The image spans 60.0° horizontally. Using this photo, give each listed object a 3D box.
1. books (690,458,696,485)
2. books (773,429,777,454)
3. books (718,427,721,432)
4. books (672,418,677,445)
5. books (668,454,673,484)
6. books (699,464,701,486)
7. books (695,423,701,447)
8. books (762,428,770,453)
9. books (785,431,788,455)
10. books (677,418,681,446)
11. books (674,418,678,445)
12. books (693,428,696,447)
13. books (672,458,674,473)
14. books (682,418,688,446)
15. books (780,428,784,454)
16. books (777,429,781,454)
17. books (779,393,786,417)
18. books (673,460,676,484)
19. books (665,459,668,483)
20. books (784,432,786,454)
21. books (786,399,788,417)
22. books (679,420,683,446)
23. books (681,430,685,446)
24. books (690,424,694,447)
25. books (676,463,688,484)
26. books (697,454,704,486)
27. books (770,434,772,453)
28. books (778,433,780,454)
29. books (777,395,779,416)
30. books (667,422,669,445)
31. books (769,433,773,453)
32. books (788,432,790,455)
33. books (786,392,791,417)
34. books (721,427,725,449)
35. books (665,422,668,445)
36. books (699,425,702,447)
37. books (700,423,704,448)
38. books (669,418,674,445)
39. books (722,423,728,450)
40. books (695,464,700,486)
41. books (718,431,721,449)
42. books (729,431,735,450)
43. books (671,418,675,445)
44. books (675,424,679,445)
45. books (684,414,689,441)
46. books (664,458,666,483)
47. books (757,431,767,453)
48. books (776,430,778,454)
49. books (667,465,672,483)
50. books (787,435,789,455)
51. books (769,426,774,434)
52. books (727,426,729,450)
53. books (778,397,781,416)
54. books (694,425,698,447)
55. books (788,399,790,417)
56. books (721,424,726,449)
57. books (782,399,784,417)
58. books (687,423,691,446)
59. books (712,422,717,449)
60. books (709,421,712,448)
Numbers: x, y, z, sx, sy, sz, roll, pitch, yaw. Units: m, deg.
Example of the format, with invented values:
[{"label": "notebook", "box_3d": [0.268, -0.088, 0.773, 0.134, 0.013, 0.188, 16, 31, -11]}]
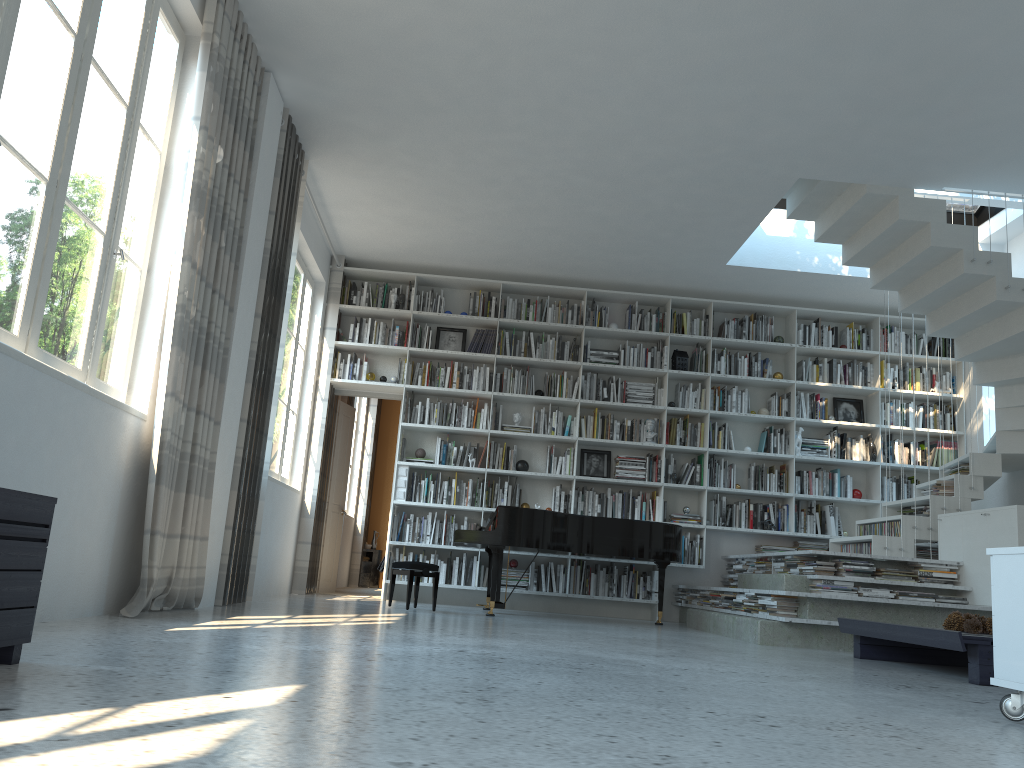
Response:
[{"label": "books", "box_3d": [1.764, 0.869, 8.630, 0.013, 0.285, 0.139, 5, -12, -2]}, {"label": "books", "box_3d": [2.563, 0.585, 8.718, 0.018, 0.262, 0.165, 5, -12, -2]}, {"label": "books", "box_3d": [2.024, 0.551, 8.703, 0.008, 0.242, 0.169, 5, -12, -2]}, {"label": "books", "box_3d": [1.573, 0.486, 8.682, 0.035, 0.292, 0.145, 5, -12, -2]}, {"label": "books", "box_3d": [1.535, 0.838, 8.620, 0.013, 0.306, 0.141, 5, -12, -2]}, {"label": "books", "box_3d": [1.808, 0.900, 8.617, 0.021, 0.226, 0.148, 5, -12, -2]}, {"label": "books", "box_3d": [1.813, 0.521, 8.696, 0.032, 0.266, 0.143, 5, -12, -2]}, {"label": "books", "box_3d": [2.497, 0.580, 8.720, 0.021, 0.264, 0.174, 5, -12, -2]}, {"label": "books", "box_3d": [2.672, 0.598, 8.712, 0.011, 0.252, 0.169, 5, -12, -2]}, {"label": "books", "box_3d": [1.623, 0.490, 8.686, 0.019, 0.293, 0.164, 5, -12, -2]}, {"label": "books", "box_3d": [1.585, 0.490, 8.697, 0.035, 0.292, 0.145, 5, -12, -2]}, {"label": "books", "box_3d": [1.762, 0.544, 8.674, 0.034, 0.204, 0.181, 5, -12, -2]}, {"label": "books", "box_3d": [1.546, 0.861, 8.625, 0.012, 0.265, 0.157, 5, -12, -2]}, {"label": "books", "box_3d": [1.688, 0.493, 8.675, 0.019, 0.292, 0.182, 5, -12, -2]}, {"label": "books", "box_3d": [2.635, 0.584, 8.709, 0.012, 0.273, 0.184, 5, -12, -2]}, {"label": "books", "box_3d": [2.612, 0.586, 8.730, 0.032, 0.274, 0.155, 5, -12, -2]}, {"label": "books", "box_3d": [2.680, 0.236, 8.790, 0.016, 0.256, 0.176, 5, -12, -2]}, {"label": "books", "box_3d": [1.568, 0.872, 8.625, 0.035, 0.248, 0.141, 5, -12, -2]}, {"label": "books", "box_3d": [1.485, 0.861, 8.618, 0.028, 0.252, 0.143, 5, -12, -2]}, {"label": "books", "box_3d": [2.659, 0.604, 8.728, 0.013, 0.244, 0.159, 5, -12, -2]}, {"label": "books", "box_3d": [2.692, 0.263, 8.784, 0.013, 0.204, 0.174, 5, -12, -2]}, {"label": "books", "box_3d": [1.640, 0.504, 8.708, 0.035, 0.277, 0.139, 5, -12, -2]}, {"label": "books", "box_3d": [1.662, 0.554, 8.702, 0.030, 0.180, 0.132, 5, -12, -2]}, {"label": "books", "box_3d": [1.740, 0.522, 8.669, 0.027, 0.241, 0.189, 5, -12, -2]}, {"label": "books", "box_3d": [1.635, 0.884, 8.598, 0.095, 0.228, 0.190, 5, -12, -2]}, {"label": "books", "box_3d": [1.829, 0.853, 8.625, 0.014, 0.324, 0.183, 5, -12, -2]}, {"label": "books", "box_3d": [2.517, 0.607, 8.709, 0.006, 0.209, 0.188, 5, -12, -2]}, {"label": "books", "box_3d": [2.592, 0.605, 8.709, 0.012, 0.224, 0.178, 5, -12, -2]}, {"label": "books", "box_3d": [2.610, 0.240, 8.801, 0.016, 0.243, 0.152, 5, -12, -2]}, {"label": "books", "box_3d": [1.515, 0.510, 8.705, 0.013, 0.246, 0.177, 5, -12, -2]}, {"label": "books", "box_3d": [2.527, 0.603, 8.711, 0.013, 0.218, 0.187, 5, -12, -2]}, {"label": "books", "box_3d": [2.705, 0.605, 8.718, 0.010, 0.245, 0.159, 5, -12, -2]}, {"label": "books", "box_3d": [2.728, 0.229, 8.790, 0.005, 0.277, 0.183, 5, -12, -2]}, {"label": "books", "box_3d": [2.057, 0.554, 8.708, 0.017, 0.242, 0.133, 5, -12, -2]}, {"label": "books", "box_3d": [1.500, 0.507, 8.693, 0.014, 0.243, 0.145, 5, -12, -2]}, {"label": "books", "box_3d": [1.830, 0.535, 8.710, 0.019, 0.247, 0.149, 5, -12, -2]}, {"label": "books", "box_3d": [1.851, 0.526, 8.710, 0.033, 0.268, 0.142, 5, -12, -2]}, {"label": "books", "box_3d": [1.548, 0.485, 8.685, 0.035, 0.292, 0.145, 5, -12, -2]}, {"label": "books", "box_3d": [2.085, 0.534, 8.710, 0.013, 0.287, 0.159, 5, -12, -2]}, {"label": "books", "box_3d": [1.783, 0.897, 8.605, 0.029, 0.222, 0.171, 5, -12, -2]}, {"label": "books", "box_3d": [2.011, 0.569, 8.672, 0.017, 0.191, 0.192, 5, -12, -2]}, {"label": "books", "box_3d": [2.135, 0.573, 8.685, 0.051, 0.209, 0.177, 5, -12, -2]}, {"label": "books", "box_3d": [1.560, 0.488, 8.696, 0.035, 0.292, 0.145, 5, -12, -2]}, {"label": "books", "box_3d": [1.603, 0.519, 8.683, 0.015, 0.231, 0.180, 5, -12, -2]}, {"label": "books", "box_3d": [1.701, 0.476, 8.698, 0.021, 0.337, 0.169, 5, -12, -2]}, {"label": "books", "box_3d": [1.460, 0.855, 8.621, 0.024, 0.263, 0.154, 5, -12, -2]}, {"label": "books", "box_3d": [2.459, 0.591, 8.723, 0.056, 0.240, 0.154, 5, -12, -2]}, {"label": "books", "box_3d": [2.580, 0.589, 8.719, 0.015, 0.259, 0.152, 5, -12, -2]}, {"label": "books", "box_3d": [1.512, 0.889, 8.593, 0.027, 0.191, 0.182, 5, -12, -2]}, {"label": "books", "box_3d": [2.687, 0.622, 8.724, 0.023, 0.211, 0.164, 5, -12, -2]}, {"label": "books", "box_3d": [2.542, 0.571, 8.734, 0.013, 0.295, 0.154, 5, -12, -2]}, {"label": "books", "box_3d": [2.106, 0.554, 8.715, 0.007, 0.253, 0.161, 5, -12, -2]}, {"label": "books", "box_3d": [2.637, 0.250, 8.802, 0.016, 0.227, 0.160, 5, -12, -2]}, {"label": "books", "box_3d": [1.788, 0.533, 8.698, 0.028, 0.239, 0.145, 5, -12, -2]}, {"label": "books", "box_3d": [2.716, 0.265, 8.789, 0.012, 0.205, 0.169, 5, -12, -2]}, {"label": "books", "box_3d": [2.070, 0.540, 8.702, 0.006, 0.269, 0.178, 5, -12, -2]}, {"label": "books", "box_3d": [2.663, 0.264, 8.794, 0.013, 0.201, 0.174, 5, -12, -2]}, {"label": "books", "box_3d": [1.716, 0.520, 8.694, 0.033, 0.252, 0.175, 5, -12, -2]}, {"label": "books", "box_3d": [1.972, 0.523, 8.681, 0.013, 0.278, 0.192, 5, -12, -2]}, {"label": "books", "box_3d": [1.927, 0.518, 8.695, 0.035, 0.287, 0.192, 5, -12, -2]}]
